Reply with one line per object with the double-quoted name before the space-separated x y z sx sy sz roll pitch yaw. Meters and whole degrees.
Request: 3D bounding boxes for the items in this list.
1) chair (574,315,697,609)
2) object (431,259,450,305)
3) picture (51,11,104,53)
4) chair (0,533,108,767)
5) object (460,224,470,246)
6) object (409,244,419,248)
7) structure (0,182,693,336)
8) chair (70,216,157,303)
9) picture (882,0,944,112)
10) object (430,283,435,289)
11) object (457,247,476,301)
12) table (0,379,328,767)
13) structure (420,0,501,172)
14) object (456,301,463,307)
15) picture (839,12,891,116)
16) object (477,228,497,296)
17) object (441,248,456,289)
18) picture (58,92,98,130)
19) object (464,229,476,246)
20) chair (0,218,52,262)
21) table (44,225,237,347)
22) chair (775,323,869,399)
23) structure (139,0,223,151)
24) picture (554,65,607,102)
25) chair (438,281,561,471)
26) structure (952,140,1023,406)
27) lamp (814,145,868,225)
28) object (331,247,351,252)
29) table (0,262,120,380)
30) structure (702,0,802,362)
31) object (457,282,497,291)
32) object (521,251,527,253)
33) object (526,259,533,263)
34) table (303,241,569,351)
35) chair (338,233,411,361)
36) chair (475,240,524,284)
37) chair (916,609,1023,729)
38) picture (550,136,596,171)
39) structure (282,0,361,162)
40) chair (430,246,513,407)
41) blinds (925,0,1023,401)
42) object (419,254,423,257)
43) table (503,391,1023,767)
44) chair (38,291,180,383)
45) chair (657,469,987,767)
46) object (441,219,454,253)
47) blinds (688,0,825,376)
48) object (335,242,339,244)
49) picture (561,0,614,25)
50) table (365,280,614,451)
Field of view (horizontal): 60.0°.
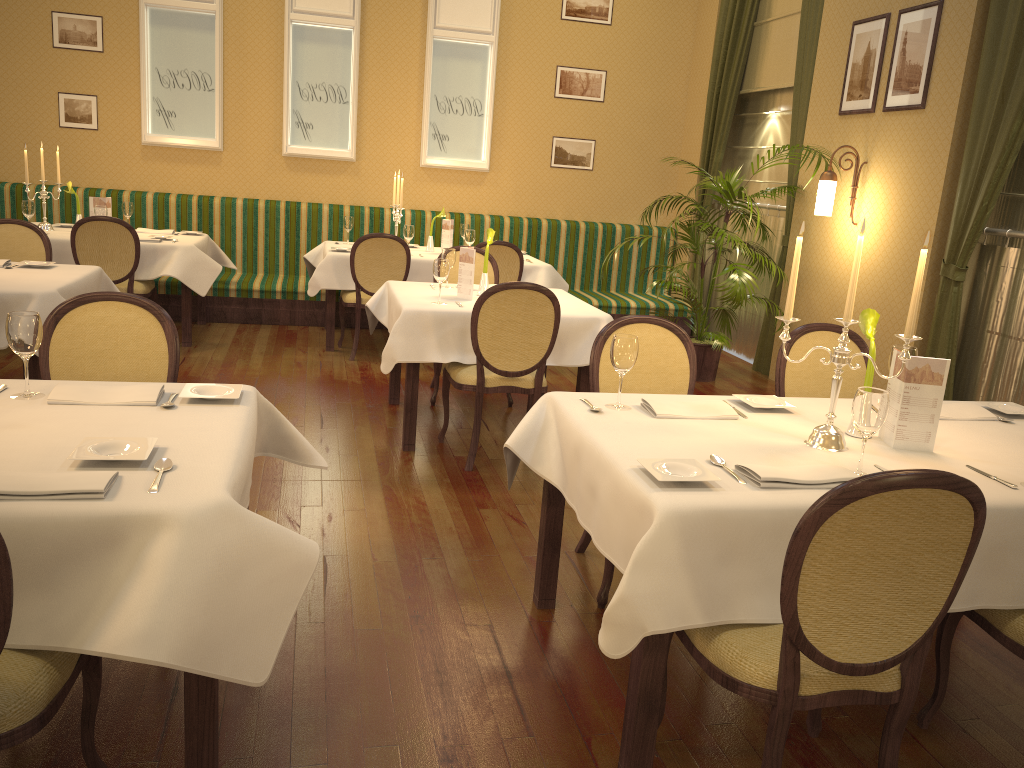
"chair" 0.537 0.265 3.266 0.530 0.955 0.571 1 14 -13
"object" -0.370 -0.529 4.582 0.088 0.229 0.088 14 16 34
"picture" -3.700 -2.999 7.556 0.401 0.294 0.008 1 14 -13
"chair" -1.105 0.519 1.657 0.530 0.955 0.571 1 14 -13
"object" -0.411 -1.259 7.623 0.088 0.229 0.088 14 16 34
"object" -0.878 -1.180 7.580 0.160 0.024 0.160 1 14 -13
"structure" -5.403 -1.188 7.225 14.516 1.031 0.850 1 14 -13
"chair" -2.840 -0.728 6.297 0.530 0.955 0.571 1 14 -13
"picture" 2.469 -2.014 5.483 0.022 0.619 0.412 1 14 -13
"object" -0.464 -0.574 5.212 0.017 0.010 0.185 2 14 -12
"object" -0.252 -0.606 4.847 0.081 0.277 0.166 3 13 -7
"table" -1.531 0.477 2.105 2.152 0.759 1.385 1 14 -13
"structure" -0.437 -3.506 8.166 0.670 2.985 0.200 1 14 -13
"object" -0.277 -0.421 4.633 0.017 0.010 0.185 1 14 -13
"picture" 2.362 -2.137 5.965 0.022 0.619 0.412 1 14 -13
"object" -0.141 -0.692 5.024 0.076 0.375 0.163 7 14 8
"object" -0.376 -0.680 5.213 0.088 0.229 0.088 14 16 34
"picture" -3.768 -2.368 7.703 0.313 0.294 0.008 1 14 -13
"object" -0.333 -1.092 6.950 0.088 0.229 0.088 14 16 34
"chair" -2.889 -0.447 5.107 0.530 0.955 0.571 -1 15 -22
"table" -3.266 -0.771 6.747 2.152 0.759 1.385 1 14 -13
"chair" 1.291 0.283 3.437 0.530 0.955 0.571 1 14 -13
"structure" -2.841 -3.566 7.620 0.687 2.985 0.200 1 14 -13
"picture" 0.662 -2.891 8.548 0.504 0.294 0.008 1 14 -13
"chair" -0.056 -0.081 4.513 0.530 0.955 0.571 1 14 -13
"structure" 2.932 -1.603 4.191 0.134 4.511 1.900 1 14 -13
"lamp" 2.192 -1.333 5.931 0.323 0.513 0.114 -1 15 -23
"object" -1.309 -1.028 6.805 0.160 0.024 0.160 1 14 -13
"table" -2.762 -0.183 4.457 1.395 0.759 1.389 2 14 -11
"structure" 2.204 -2.454 7.509 0.123 4.511 1.942 1 14 -13
"object" -0.181 -0.575 5.271 0.273 0.033 0.142 1 14 -13
"object" 0.040 -1.152 7.770 0.160 0.024 0.160 1 14 -13
"object" 0.141 -0.988 7.133 0.038 0.015 0.181 2 14 -11
"table" -0.635 -0.706 7.345 2.152 0.759 1.385 1 14 -13
"chair" -1.031 -0.683 6.710 0.530 0.955 0.571 1 14 -13
"chair" -0.203 -0.655 6.865 0.530 0.955 0.571 1 14 -13
"chair" 1.501 0.584 2.249 0.530 0.955 0.571 1 14 -13
"picture" 0.598 -2.260 8.697 0.437 0.294 0.008 1 14 -13
"structure" -1.675 -3.537 7.885 0.661 2.985 0.200 1 14 -13
"chair" -0.267 -0.381 5.700 0.530 0.955 0.571 1 14 -13
"blinds" 2.818 -1.616 4.155 0.129 4.537 1.878 1 14 -13
"object" -0.714 -1.010 6.951 0.017 0.010 0.185 1 14 -13
"table" 1.076 0.541 2.698 2.152 0.759 1.385 1 14 -13
"chair" -1.315 0.219 2.844 0.530 0.955 0.571 1 14 -13
"chair" 0.680 0.563 2.063 0.530 0.955 0.571 1 14 -13
"object" -0.534 -1.199 7.235 0.081 0.277 0.166 5 13 3
"blinds" 2.094 -2.469 7.480 0.225 4.537 1.934 1 14 -14
"object" -1.463 -1.184 7.421 0.038 0.015 0.181 2 14 -11
"picture" 0.716 -3.574 8.385 0.504 0.294 0.008 1 14 -13
"table" -0.132 -0.118 5.055 1.395 0.759 1.389 2 14 -11
